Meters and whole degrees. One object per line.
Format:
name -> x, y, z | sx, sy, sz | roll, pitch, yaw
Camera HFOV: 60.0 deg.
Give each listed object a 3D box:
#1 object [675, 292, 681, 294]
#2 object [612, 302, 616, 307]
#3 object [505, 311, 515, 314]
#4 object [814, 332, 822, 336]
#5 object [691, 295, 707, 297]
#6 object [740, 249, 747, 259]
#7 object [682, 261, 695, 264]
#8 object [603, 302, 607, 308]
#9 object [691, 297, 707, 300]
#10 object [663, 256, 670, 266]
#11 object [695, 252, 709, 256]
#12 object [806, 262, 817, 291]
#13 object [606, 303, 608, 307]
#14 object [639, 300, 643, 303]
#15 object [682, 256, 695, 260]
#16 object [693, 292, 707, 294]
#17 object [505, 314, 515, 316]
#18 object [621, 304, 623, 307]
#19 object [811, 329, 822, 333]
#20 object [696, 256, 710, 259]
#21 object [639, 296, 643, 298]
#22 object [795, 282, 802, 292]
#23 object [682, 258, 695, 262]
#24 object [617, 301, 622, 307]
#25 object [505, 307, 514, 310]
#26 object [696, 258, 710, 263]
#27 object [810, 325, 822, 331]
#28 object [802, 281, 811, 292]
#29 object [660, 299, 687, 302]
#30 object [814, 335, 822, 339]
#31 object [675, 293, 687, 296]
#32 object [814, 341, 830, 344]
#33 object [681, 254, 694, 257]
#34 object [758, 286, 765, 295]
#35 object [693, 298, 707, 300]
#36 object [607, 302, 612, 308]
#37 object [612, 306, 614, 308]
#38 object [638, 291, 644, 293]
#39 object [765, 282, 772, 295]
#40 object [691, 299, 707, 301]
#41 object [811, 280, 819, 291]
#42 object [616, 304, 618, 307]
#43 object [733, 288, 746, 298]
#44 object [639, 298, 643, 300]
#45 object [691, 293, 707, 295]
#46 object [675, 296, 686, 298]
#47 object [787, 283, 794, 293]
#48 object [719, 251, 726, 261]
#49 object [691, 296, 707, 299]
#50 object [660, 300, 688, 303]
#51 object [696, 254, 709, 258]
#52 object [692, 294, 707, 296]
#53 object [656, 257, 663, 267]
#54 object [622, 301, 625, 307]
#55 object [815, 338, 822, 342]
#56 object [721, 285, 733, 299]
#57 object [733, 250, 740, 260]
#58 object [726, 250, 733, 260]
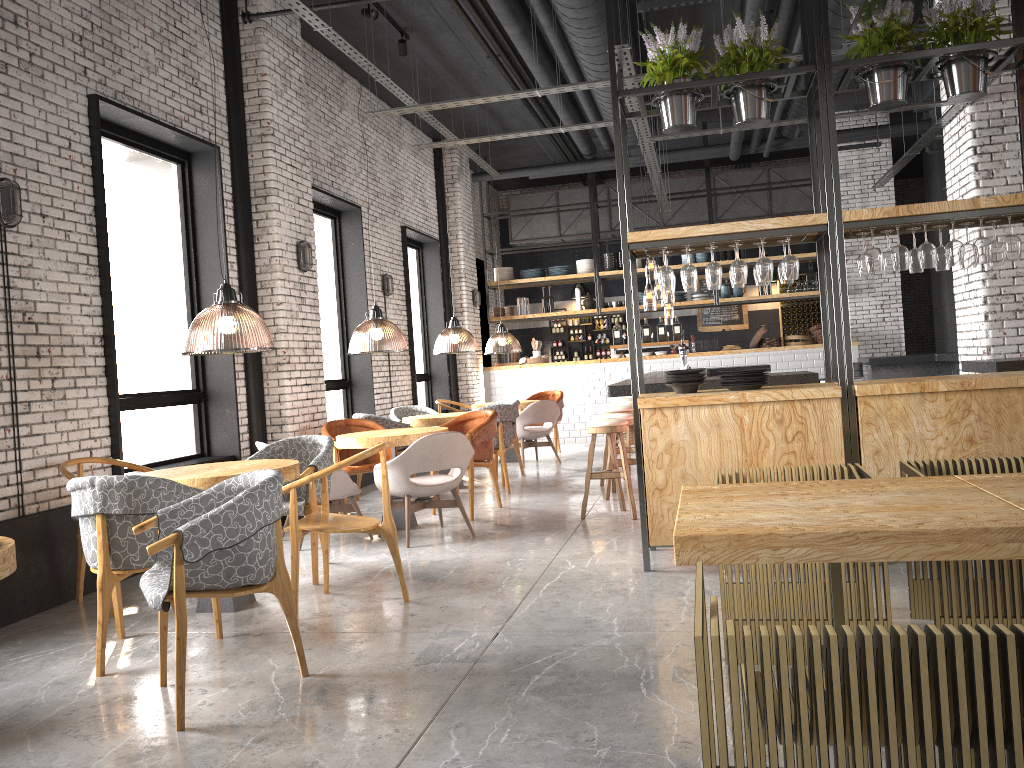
object -> 2.664, -1.486, 14.637 | 0.452, 0.062, 0.454 | -3, 1, 28
object -> 1.692, -1.308, 14.628 | 0.072, 0.097, 0.072 | -4, 0, -38
object -> -0.044, -1.221, 15.261 | 0.157, 0.053, 0.168 | -4, 1, 17
object -> 4.916, -0.783, 13.714 | 0.405, 0.044, 0.636 | -4, 1, 13
object -> 3.070, -1.436, 14.549 | 0.263, 0.028, 0.263 | -3, 1, 40
object -> 3.712, -2.224, 14.271 | 0.098, 0.458, 0.098 | -4, 0, -10
object -> 2.906, -1.973, 14.577 | 0.210, 0.065, 0.210 | -3, 1, 30
object -> 1.540, -1.298, 14.661 | 0.072, 0.097, 0.072 | -4, 0, 35
object -> 3.072, -1.394, 14.548 | 0.263, 0.037, 0.263 | -4, 1, -14
object -> 2.532, -2.155, 14.608 | 0.098, 0.471, 0.098 | -4, 0, 35
object -> 3.114, -2.098, 14.506 | 0.219, 0.092, 0.218 | -5, 1, -42
object -> 4.790, -1.738, 14.199 | 0.156, 0.554, 0.106 | -4, 0, 17
object -> 1.565, -1.302, 14.776 | 0.072, 0.097, 0.072 | -4, 0, 12
object -> 2.229, -1.351, 14.737 | 0.373, 0.067, 0.372 | -4, 1, -6
object -> 2.901, -2.060, 14.580 | 0.210, 0.074, 0.210 | -4, 1, -13
object -> 3.066, -1.476, 14.549 | 0.265, 0.037, 0.265 | -4, 1, 7
object -> -0.041, -1.176, 15.261 | 0.157, 0.053, 0.168 | -4, 1, 17
object -> 1.822, -1.321, 14.839 | 0.072, 0.097, 0.072 | -4, 0, 42
object -> 4.913, -0.828, 13.714 | 0.405, 0.044, 0.636 | -4, 1, 6
object -> 3.126, -2.035, 14.503 | 0.218, 0.093, 0.218 | -4, 1, -4
object -> 2.225, -1.434, 14.736 | 0.334, 0.052, 0.334 | -5, 1, -39
object -> 4.546, -1.537, 14.074 | 0.118, 0.181, 0.118 | -4, 0, -28
object -> 2.902, -2.017, 14.577 | 0.210, 0.069, 0.210 | -4, 1, -22
object -> 1.772, -1.313, 14.610 | 0.072, 0.097, 0.072 | -4, 0, 33
object -> -0.049, -1.298, 15.261 | 0.157, 0.053, 0.168 | -4, 1, 17
object -> 3.123, -2.002, 14.503 | 0.219, 0.085, 0.218 | -4, 1, -18
object -> 4.846, -0.867, 13.663 | 0.406, 0.094, 0.636 | -4, 1, 10
object -> 4.663, -1.545, 14.038 | 0.118, 0.181, 0.118 | -4, 0, -44
object -> 2.669, -1.367, 14.637 | 0.454, 0.042, 0.454 | -4, 1, -13
object -> 4.919, -0.739, 13.714 | 0.405, 0.044, 0.636 | -4, 1, 9
object -> 2.663, -1.461, 14.637 | 0.454, 0.048, 0.454 | -3, 1, 39
object -> 4.925, -0.651, 13.713 | 0.405, 0.044, 0.636 | -4, 1, 8
object -> 2.893, -2.103, 14.577 | 0.210, 0.078, 0.210 | -3, 1, 35
object -> 4.029, -1.651, 14.350 | 0.098, 0.471, 0.098 | -4, 0, 1
object -> 3.073, -1.383, 14.547 | 0.263, 0.038, 0.263 | -3, 1, 28
object -> 1.615, -1.303, 14.645 | 0.072, 0.097, 0.072 | -4, 0, 34
object -> 1.691, -1.314, 14.988 | 0.072, 0.097, 0.072 | -4, 0, 31
object -> 2.218, -1.509, 14.734 | 0.373, 0.050, 0.373 | -3, 1, 34
object -> 4.134, -1.658, 14.327 | 0.098, 0.471, 0.098 | -4, 0, 20
object -> 3.074, -1.371, 14.549 | 0.263, 0.026, 0.263 | -5, 1, -42
object -> 4.784, -1.553, 14.026 | 0.118, 0.181, 0.118 | -4, 0, -11
object -> 1.742, -1.316, 14.856 | 0.072, 0.097, 0.072 | -4, 0, 1
object -> 3.674, -1.506, 14.399 | 0.166, 0.230, 0.198 | -4, 0, -17
object -> 2.229, -1.404, 14.733 | 0.371, 0.071, 0.373 | -3, 1, 24
object -> 3.068, -1.465, 14.548 | 0.265, 0.034, 0.265 | -3, 1, 25
object -> 2.665, -1.415, 14.636 | 0.453, 0.062, 0.454 | -5, 1, -33
object -> 4.431, -1.530, 14.118 | 0.118, 0.181, 0.118 | -4, 0, -24
object -> 3.393, -2.203, 14.342 | 0.098, 0.458, 0.098 | -4, 0, 35
object -> 3.071, -1.412, 14.549 | 0.265, 0.038, 0.265 | -3, 1, 35
object -> 2.672, -1.343, 14.637 | 0.454, 0.033, 0.454 | -4, 1, -5
object -> 3.115, -2.066, 14.503 | 0.218, 0.092, 0.219 | -4, 1, 2
object -> 3.069, -1.447, 14.549 | 0.263, 0.029, 0.263 | -4, 1, -11
object -> 2.427, -2.148, 14.631 | 0.098, 0.471, 0.098 | -4, 0, 35
object -> 1.847, -1.318, 14.594 | 0.072, 0.097, 0.072 | -4, 0, 21
object -> 4.922, -0.695, 13.714 | 0.405, 0.044, 0.636 | -4, 1, 15
object -> 3.503, -1.496, 14.450 | 0.198, 0.230, 0.166 | -4, 0, 19
object -> 3.607, -2.217, 14.295 | 0.098, 0.458, 0.098 | -4, 0, -10
object -> 3.498, -2.210, 14.319 | 0.098, 0.458, 0.098 | -4, 0, 35
